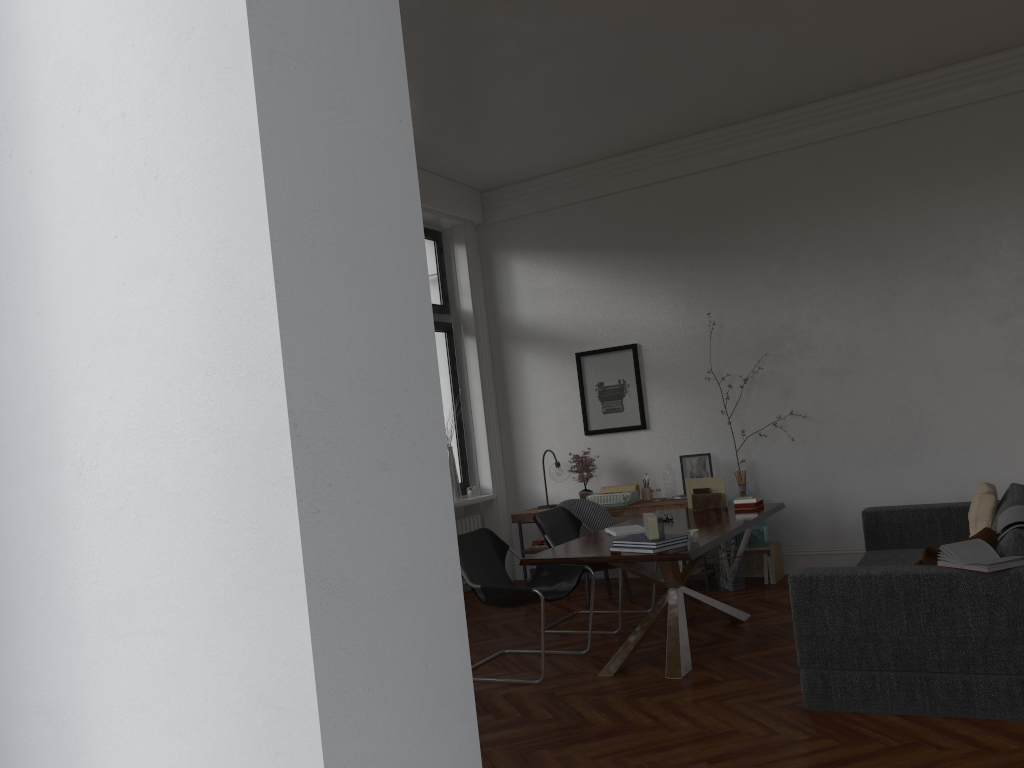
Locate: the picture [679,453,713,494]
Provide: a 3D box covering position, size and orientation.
[{"bbox_3d":[1.656,0.812,7.928,0.283,0.369,0.023,-8,-3,29],"label":"picture"}]

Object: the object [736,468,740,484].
[{"bbox_3d":[1.678,0.716,6.554,0.008,0.195,0.032,-6,-2,-17],"label":"object"}]

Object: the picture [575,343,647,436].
[{"bbox_3d":[0.945,0.060,8.506,0.635,0.815,0.050,-8,-3,29],"label":"picture"}]

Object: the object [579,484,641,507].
[{"bbox_3d":[0.858,1.013,7.992,0.535,0.148,0.484,-8,-4,28],"label":"object"}]

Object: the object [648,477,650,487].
[{"bbox_3d":[1.243,0.950,8.101,0.054,0.207,0.008,-7,-2,12],"label":"object"}]

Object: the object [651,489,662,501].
[{"bbox_3d":[1.285,0.988,7.894,0.093,0.101,0.093,-7,-3,21],"label":"object"}]

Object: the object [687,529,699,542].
[{"bbox_3d":[1.019,0.858,5.003,0.082,0.065,0.064,-4,-4,-40],"label":"object"}]

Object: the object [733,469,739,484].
[{"bbox_3d":[1.663,0.718,6.529,0.049,0.193,0.008,-6,-2,-1],"label":"object"}]

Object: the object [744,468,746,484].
[{"bbox_3d":[1.711,0.712,6.511,0.008,0.193,0.049,-5,-3,-37],"label":"object"}]

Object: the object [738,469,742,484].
[{"bbox_3d":[1.678,0.715,6.507,0.008,0.193,0.049,-8,-3,33],"label":"object"}]

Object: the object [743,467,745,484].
[{"bbox_3d":[1.713,0.713,6.548,0.044,0.194,0.008,-5,-3,-31],"label":"object"}]

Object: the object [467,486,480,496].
[{"bbox_3d":[-0.388,1.077,8.879,0.132,0.097,0.134,-6,-3,-1],"label":"object"}]

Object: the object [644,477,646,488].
[{"bbox_3d":[1.225,0.954,8.116,0.008,0.207,0.054,-7,-2,16],"label":"object"}]

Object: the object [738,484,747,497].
[{"bbox_3d":[1.699,0.781,6.528,0.058,0.091,0.058,-7,-3,16],"label":"object"}]

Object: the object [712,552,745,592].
[{"bbox_3d":[1.806,1.567,7.338,0.261,0.304,0.261,-6,-3,-6],"label":"object"}]

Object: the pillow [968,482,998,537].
[{"bbox_3d":[2.945,0.868,5.573,0.225,0.460,0.486,-8,-3,29],"label":"pillow"}]

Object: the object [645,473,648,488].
[{"bbox_3d":[1.239,0.935,8.115,0.023,0.239,0.028,-7,-2,26],"label":"object"}]

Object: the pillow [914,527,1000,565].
[{"bbox_3d":[2.108,0.912,4.267,0.469,0.396,0.331,-5,-3,-24],"label":"pillow"}]

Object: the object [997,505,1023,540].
[{"bbox_3d":[2.631,0.816,4.360,0.400,0.387,0.752,-8,-4,29],"label":"object"}]

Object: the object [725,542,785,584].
[{"bbox_3d":[2.064,1.546,7.605,0.435,0.316,0.341,-8,-3,29],"label":"object"}]

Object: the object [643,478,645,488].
[{"bbox_3d":[1.215,0.954,8.107,0.008,0.207,0.054,-6,-2,-6],"label":"object"}]

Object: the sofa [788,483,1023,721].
[{"bbox_3d":[2.530,1.113,5.111,1.263,0.828,2.644,-8,-4,29],"label":"sofa"}]

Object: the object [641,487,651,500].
[{"bbox_3d":[1.229,1.001,8.088,0.075,0.113,0.058,-8,-3,29],"label":"object"}]

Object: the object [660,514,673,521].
[{"bbox_3d":[1.050,0.937,6.216,0.132,0.047,0.114,-6,-3,-8],"label":"object"}]

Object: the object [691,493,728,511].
[{"bbox_3d":[1.483,0.854,6.668,0.228,0.166,0.149,-8,-3,29],"label":"object"}]

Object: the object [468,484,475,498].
[{"bbox_3d":[-0.401,1.049,8.689,0.072,0.134,0.072,-5,-3,-35],"label":"object"}]

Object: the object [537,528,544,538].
[{"bbox_3d":[0.327,1.386,8.255,0.173,0.110,0.174,-5,-3,-24],"label":"object"}]

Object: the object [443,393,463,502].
[{"bbox_3d":[-0.546,0.596,8.503,0.290,1.053,0.295,-8,-3,32],"label":"object"}]

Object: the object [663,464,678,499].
[{"bbox_3d":[1.423,0.877,7.988,0.111,0.302,0.112,-5,-3,-24],"label":"object"}]

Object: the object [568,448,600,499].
[{"bbox_3d":[0.675,0.870,8.394,0.289,0.528,0.309,-6,-3,-16],"label":"object"}]

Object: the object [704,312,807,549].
[{"bbox_3d":[2.116,0.350,7.631,0.808,2.056,0.354,-7,-2,10],"label":"object"}]

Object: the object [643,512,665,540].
[{"bbox_3d":[0.790,0.790,4.940,0.082,0.125,0.276,-7,-3,3],"label":"object"}]
